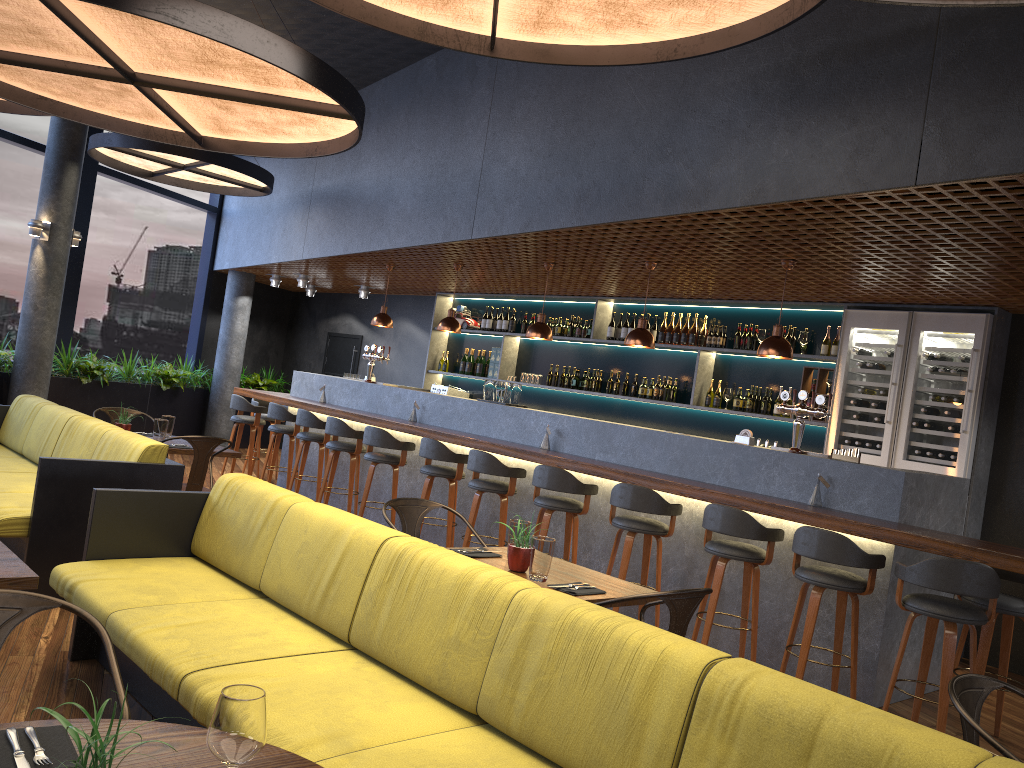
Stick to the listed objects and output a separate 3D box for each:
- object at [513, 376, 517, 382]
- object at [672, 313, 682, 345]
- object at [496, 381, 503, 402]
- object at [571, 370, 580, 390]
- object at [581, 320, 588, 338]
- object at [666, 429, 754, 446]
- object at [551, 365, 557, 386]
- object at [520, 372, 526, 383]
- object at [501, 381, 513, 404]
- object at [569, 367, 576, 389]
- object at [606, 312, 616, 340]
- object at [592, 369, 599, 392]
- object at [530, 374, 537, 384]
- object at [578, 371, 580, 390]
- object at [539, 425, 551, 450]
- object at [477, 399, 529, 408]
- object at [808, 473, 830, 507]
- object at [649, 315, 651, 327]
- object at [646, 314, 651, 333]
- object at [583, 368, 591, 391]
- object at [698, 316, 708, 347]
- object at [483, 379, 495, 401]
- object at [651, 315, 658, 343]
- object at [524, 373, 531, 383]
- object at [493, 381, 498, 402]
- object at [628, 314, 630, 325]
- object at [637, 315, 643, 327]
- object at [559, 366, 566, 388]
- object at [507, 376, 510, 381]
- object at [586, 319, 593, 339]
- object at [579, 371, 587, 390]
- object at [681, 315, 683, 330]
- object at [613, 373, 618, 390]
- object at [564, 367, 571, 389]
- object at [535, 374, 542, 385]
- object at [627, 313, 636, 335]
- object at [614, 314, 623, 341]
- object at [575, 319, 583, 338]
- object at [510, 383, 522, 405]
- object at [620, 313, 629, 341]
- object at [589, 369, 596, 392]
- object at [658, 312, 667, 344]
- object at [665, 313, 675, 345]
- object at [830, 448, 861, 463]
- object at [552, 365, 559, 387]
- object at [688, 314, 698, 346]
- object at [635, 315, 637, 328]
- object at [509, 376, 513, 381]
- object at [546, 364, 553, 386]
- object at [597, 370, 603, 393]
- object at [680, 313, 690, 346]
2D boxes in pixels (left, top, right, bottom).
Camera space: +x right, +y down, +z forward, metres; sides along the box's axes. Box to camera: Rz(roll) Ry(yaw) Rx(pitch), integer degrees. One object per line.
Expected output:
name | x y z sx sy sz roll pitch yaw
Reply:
object | 0.035 -0.060 10.732 0.042 0.059 0.042 8 -1 9
object | 1.687 -0.554 8.981 0.084 0.330 0.084 9 -1 -36
object | -0.098 0.081 8.142 0.105 0.209 0.105 8 -1 -8
object | 0.718 -0.048 9.993 0.088 0.224 0.088 9 -1 -28
object | 0.831 -0.613 10.023 0.068 0.217 0.068 9 -1 -38
object | 1.390 0.336 6.423 0.200 0.106 0.766 9 -1 -42
object | 0.506 -0.091 10.343 0.063 0.254 0.063 8 -1 40
object | 0.142 -0.075 10.647 0.084 0.119 0.084 8 -1 3
object | -0.051 0.086 8.012 0.105 0.209 0.105 8 -1 -8
object | 0.706 -0.063 10.194 0.063 0.254 0.063 8 -1 20
object | 1.089 -0.626 9.650 0.085 0.310 0.086 9 -1 -15
object | 0.928 -0.035 9.760 0.063 0.254 0.063 8 -1 0
object | 0.256 -0.060 10.521 0.084 0.119 0.084 8 -1 3
object | 0.737 -0.044 10.105 0.088 0.224 0.088 8 -1 12
object | 0.290 0.436 7.282 0.114 0.203 0.069 8 -1 37
object | -0.089 0.178 8.156 0.273 0.019 0.437 9 -1 -42
object | 1.905 0.658 5.510 0.114 0.203 0.069 8 -1 -8
object | 1.438 -0.576 9.415 0.085 0.310 0.086 9 -1 -15
object | 1.415 -0.581 9.296 0.085 0.310 0.086 8 -1 -9
object | 0.841 -0.046 9.866 0.063 0.254 0.063 9 -1 -25
object | 1.927 -0.520 8.898 0.084 0.330 0.084 9 -1 -36
object | -0.214 0.064 8.198 0.105 0.209 0.105 8 -1 -8
object | 1.500 -0.568 9.343 0.085 0.310 0.086 8 -1 -2
object | 0.198 -0.068 10.584 0.084 0.119 0.084 8 -1 3
object | -0.128 0.078 8.262 0.105 0.209 0.105 8 -1 -8
object | 1.243 -0.603 9.619 0.085 0.310 0.086 9 -1 -15
object | 1.371 -0.586 9.481 0.085 0.310 0.086 9 -1 -31
object | 0.589 -0.080 10.251 0.063 0.254 0.063 8 -1 5
object | -0.044 -0.071 10.818 0.042 0.059 0.042 8 -1 9
object | 0.877 -0.611 9.877 0.088 0.224 0.088 9 -1 -28
object | 0.820 -0.033 10.048 0.088 0.224 0.088 8 -1 22
object | 1.712 -0.550 9.083 0.084 0.330 0.084 9 -1 -36
object | 1.144 -0.004 9.640 0.063 0.254 0.063 8 -1 35
object | 0.643 -0.073 10.132 0.063 0.254 0.063 9 -1 -15
object | 0.315 -0.052 10.456 0.084 0.119 0.084 8 -1 3
object | 1.283 -0.599 9.438 0.085 0.310 0.086 9 -1 -15
object | 1.177 -0.612 9.692 0.085 0.310 0.086 9 -1 -28
object | 0.758 -0.624 9.966 0.068 0.217 0.068 8 -1 32
object | 0.028 0.099 8.095 0.105 0.209 0.105 8 -1 -8
object | 1.223 -0.607 9.508 0.085 0.310 0.086 8 -1 -9
object | 0.905 -0.036 9.915 0.063 0.254 0.063 8 -1 -10
object | 1.562 -0.572 9.119 0.084 0.330 0.084 9 -1 -36
object | 1.625 -0.563 9.050 0.084 0.330 0.084 9 -1 -36
object | 2.109 0.442 5.599 0.177 0.091 0.091 8 -1 23
object | 0.510 -0.092 10.194 0.063 0.254 0.063 8 -1 35
object | 1.819 -0.536 8.833 0.084 0.330 0.084 9 -1 -36
object | 1.308 -0.594 9.555 0.085 0.310 0.086 8 -1 -2
object | -0.007 -0.066 10.724 0.042 0.059 0.042 8 -1 9
object | 0.442 -0.101 10.268 0.063 0.254 0.063 8 -1 20
object | 0.973 -0.027 9.832 0.063 0.254 0.063 8 -1 20
object | 1.753 -0.545 8.903 0.084 0.330 0.084 9 -1 -36
